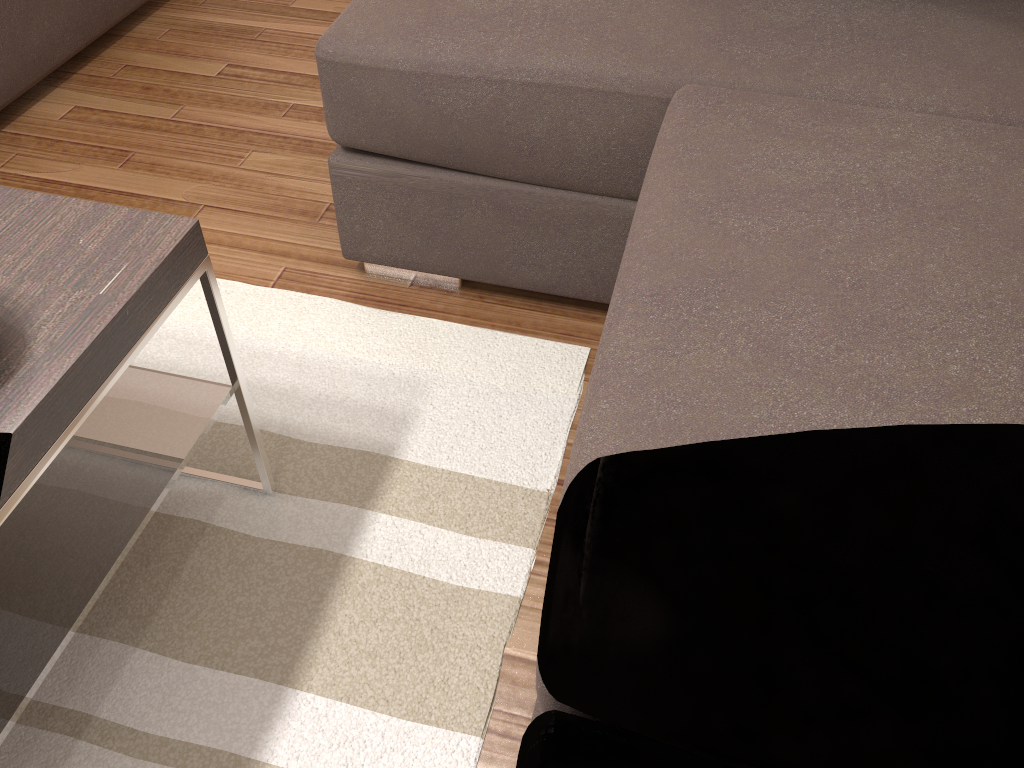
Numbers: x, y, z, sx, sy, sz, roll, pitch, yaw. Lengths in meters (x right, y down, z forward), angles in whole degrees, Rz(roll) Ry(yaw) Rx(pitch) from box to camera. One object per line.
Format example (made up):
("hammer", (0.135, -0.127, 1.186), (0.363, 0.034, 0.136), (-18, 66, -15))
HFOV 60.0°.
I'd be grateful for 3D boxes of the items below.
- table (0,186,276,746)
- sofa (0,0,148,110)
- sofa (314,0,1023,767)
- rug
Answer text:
("table", (-0.951, 0.290, 1.012), (0.856, 0.558, 1.110), (11, 46, 9))
("sofa", (-3.050, -1.232, 2.358), (3.565, 0.776, 1.906), (11, 46, 9))
("sofa", (0.431, 0.037, 1.158), (1.906, 0.776, 3.565), (11, 46, 9))
("rug", (-0.960, 0.491, 1.206), (1.791, 0.024, 2.122), (11, 46, 9))
